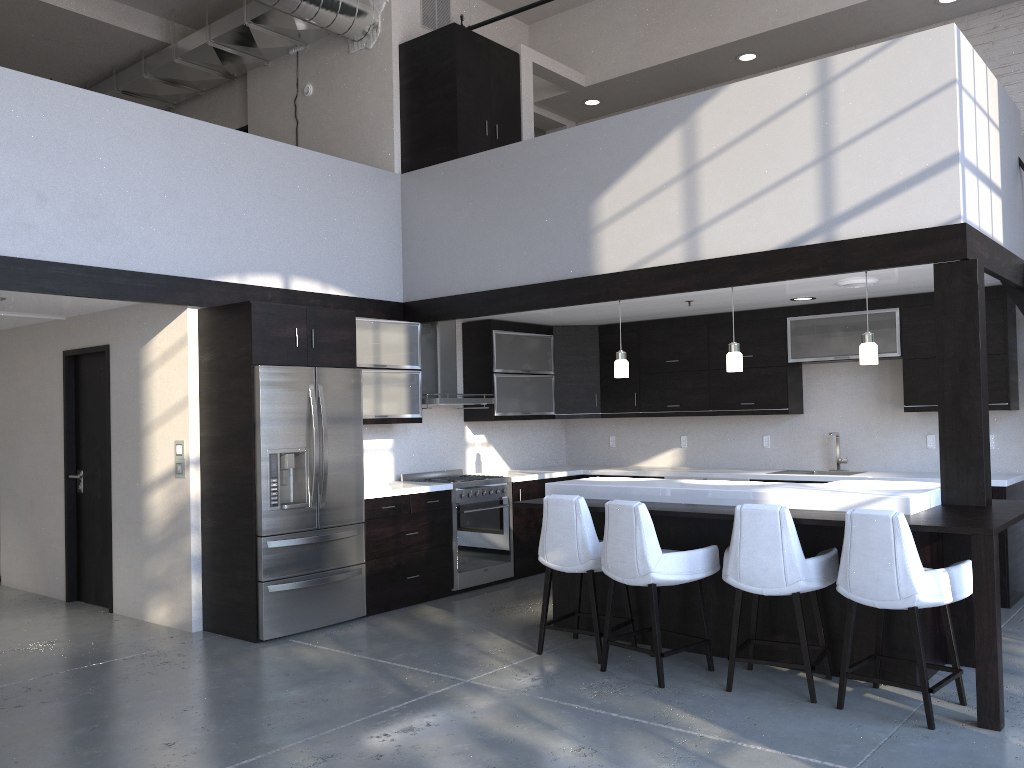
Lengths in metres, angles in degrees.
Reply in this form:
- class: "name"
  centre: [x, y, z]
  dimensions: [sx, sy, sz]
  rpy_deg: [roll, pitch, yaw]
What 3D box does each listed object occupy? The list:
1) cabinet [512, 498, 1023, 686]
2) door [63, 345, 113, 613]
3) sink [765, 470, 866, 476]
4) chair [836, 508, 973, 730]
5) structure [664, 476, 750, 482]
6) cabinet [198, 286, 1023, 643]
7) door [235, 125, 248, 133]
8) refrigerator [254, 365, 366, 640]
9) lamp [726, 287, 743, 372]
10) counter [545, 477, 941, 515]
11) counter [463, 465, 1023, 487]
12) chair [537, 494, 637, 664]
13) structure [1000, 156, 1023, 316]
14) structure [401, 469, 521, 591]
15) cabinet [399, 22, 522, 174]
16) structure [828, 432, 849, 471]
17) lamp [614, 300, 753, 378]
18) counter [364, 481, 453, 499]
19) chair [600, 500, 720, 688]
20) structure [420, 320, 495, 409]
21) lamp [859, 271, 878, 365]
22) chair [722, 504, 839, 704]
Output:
- class: "cabinet"
  centre: [1.487, 1.148, 5.208]
  dimensions: [2.692, 0.910, 1.370]
  rpy_deg: [-3, -2, 39]
- class: "door"
  centre: [-3.236, 0.747, 6.997]
  dimensions: [0.750, 2.057, 0.271]
  rpy_deg: [-2, -2, 39]
- class: "sink"
  centre: [2.497, 0.809, 7.264]
  dimensions: [0.677, 0.168, 0.475]
  rpy_deg: [-3, -3, 39]
- class: "chair"
  centre: [1.809, 1.067, 4.180]
  dimensions: [0.501, 0.984, 0.579]
  rpy_deg: [0, -2, -44]
- class: "structure"
  centre: [1.881, 1.196, 7.825]
  dimensions: [0.785, 0.789, 0.782]
  rpy_deg: [-3, -2, 39]
- class: "cabinet"
  centre: [0.862, 0.502, 6.365]
  dimensions: [4.233, 2.314, 4.275]
  rpy_deg: [-3, -2, 39]
- class: "door"
  centre: [-2.792, -1.625, 9.330]
  dimensions: [0.750, 2.057, 0.271]
  rpy_deg: [-2, -2, 39]
- class: "refrigerator"
  centre: [-1.577, 0.787, 6.167]
  dimensions: [0.821, 1.771, 0.853]
  rpy_deg: [-2, -2, 39]
- class: "lamp"
  centre: [1.436, -0.391, 5.749]
  dimensions: [0.100, 0.623, 0.100]
  rpy_deg: [0, -2, -45]
- class: "counter"
  centre: [1.413, 0.664, 5.524]
  dimensions: [2.294, 0.095, 0.977]
  rpy_deg: [-3, -3, 39]
- class: "counter"
  centre: [1.669, 0.772, 7.334]
  dimensions: [4.239, 0.045, 1.709]
  rpy_deg: [-3, -3, 39]
- class: "chair"
  centre: [0.429, 1.140, 5.304]
  dimensions: [0.579, 0.984, 0.501]
  rpy_deg: [-2, -2, 36]
- class: "structure"
  centre: [4.356, -0.023, 6.113]
  dimensions: [1.663, 3.185, 0.929]
  rpy_deg: [-2, -2, 39]
- class: "structure"
  centre: [-0.407, 1.196, 7.497]
  dimensions: [0.621, 0.902, 0.844]
  rpy_deg: [-3, -2, 39]
- class: "cabinet"
  centre: [-0.426, -1.826, 7.752]
  dimensions: [0.684, 2.232, 0.837]
  rpy_deg: [-2, -2, 39]
- class: "structure"
  centre: [2.689, 0.565, 7.375]
  dimensions: [0.149, 0.328, 0.224]
  rpy_deg: [-2, -2, 39]
- class: "lamp"
  centre: [1.394, -0.345, 6.977]
  dimensions: [0.124, 0.623, 1.952]
  rpy_deg: [-2, -2, 42]
- class: "counter"
  centre: [-1.019, 0.817, 6.858]
  dimensions: [0.676, 0.047, 0.919]
  rpy_deg: [-3, -3, 39]
- class: "chair"
  centre: [0.770, 1.116, 4.851]
  dimensions: [0.501, 0.984, 0.579]
  rpy_deg: [0, -2, -39]
- class: "structure"
  centre: [-0.567, -0.250, 7.572]
  dimensions: [0.489, 0.930, 0.727]
  rpy_deg: [-2, -2, 39]
- class: "lamp"
  centre: [2.687, -0.413, 5.918]
  dimensions: [0.124, 0.623, 1.948]
  rpy_deg: [-2, -2, 40]
- class: "chair"
  centre: [1.348, 1.091, 4.550]
  dimensions: [0.579, 0.984, 0.501]
  rpy_deg: [-2, -2, 31]
